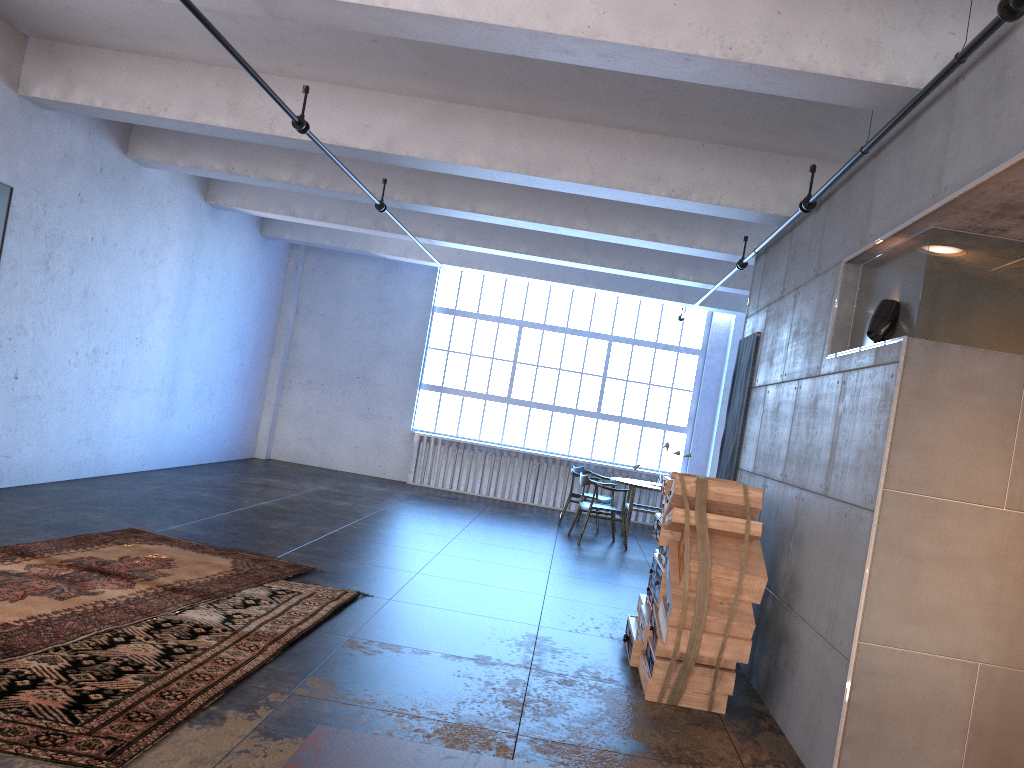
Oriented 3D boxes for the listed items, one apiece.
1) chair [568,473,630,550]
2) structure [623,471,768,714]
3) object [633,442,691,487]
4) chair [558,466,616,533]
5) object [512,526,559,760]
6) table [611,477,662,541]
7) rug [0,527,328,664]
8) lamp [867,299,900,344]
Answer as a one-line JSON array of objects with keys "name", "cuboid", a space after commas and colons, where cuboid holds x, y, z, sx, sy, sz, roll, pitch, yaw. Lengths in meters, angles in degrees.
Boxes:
[{"name": "chair", "cuboid": [1.147, 1.622, 11.347, 0.678, 0.864, 0.722, 10, -1, -10]}, {"name": "structure", "cuboid": [1.150, 1.235, 5.770, 0.636, 1.315, 1.918, 9, -1, 4]}, {"name": "object", "cuboid": [2.075, 1.101, 12.270, 0.771, 0.624, 0.240, 9, -1, 5]}, {"name": "chair", "cuboid": [1.148, 1.659, 12.756, 0.660, 0.864, 0.742, 9, -1, 30]}, {"name": "object", "cuboid": [0.969, 1.895, 1.090, 19.698, 0.001, 27.274, 9, -1, 4]}, {"name": "table", "cuboid": [1.948, 1.832, 12.275, 1.340, 0.851, 1.280, 11, -2, -43]}, {"name": "rug", "cuboid": [-2.704, 1.222, 5.631, 1.858, 0.048, 3.558, 9, -2, 13]}, {"name": "lamp", "cuboid": [1.932, -0.305, 4.562, 0.214, 0.258, 0.169, 10, -1, -15]}]
